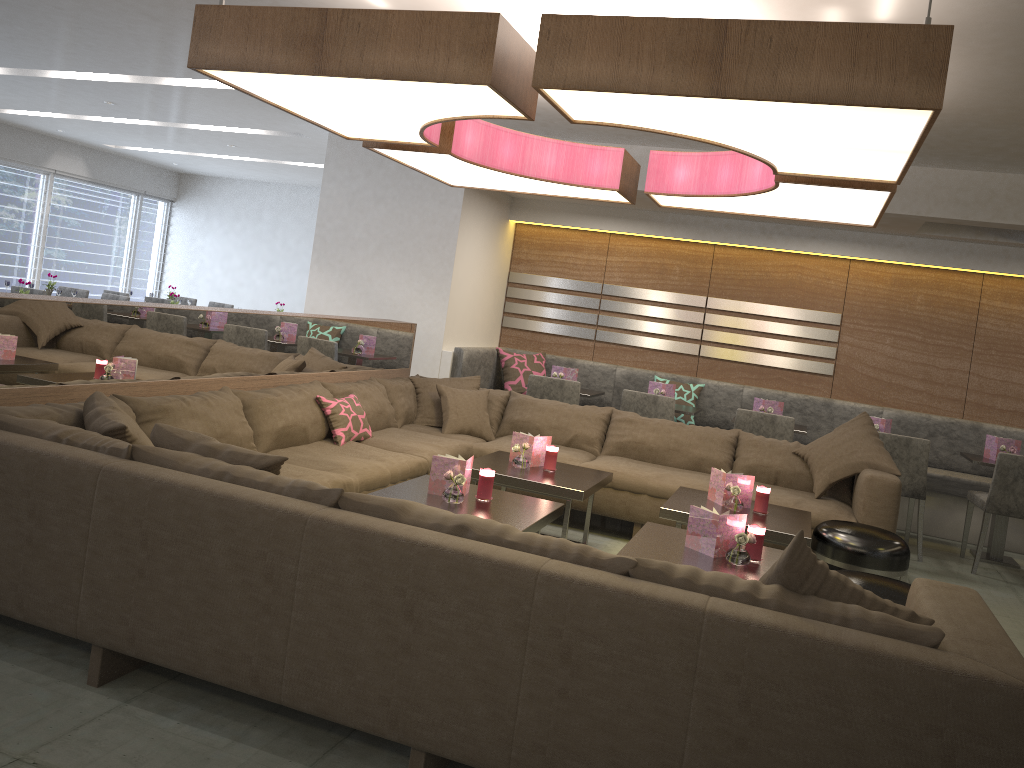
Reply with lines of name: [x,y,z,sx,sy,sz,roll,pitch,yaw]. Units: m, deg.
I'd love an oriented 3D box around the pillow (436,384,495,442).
pillow: [-0.289,0.186,5.548,0.379,0.322,0.236,6,3,-27]

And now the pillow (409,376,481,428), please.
pillow: [-0.417,0.125,5.711,0.525,0.394,0.293,7,2,-13]

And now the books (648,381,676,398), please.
books: [1.132,0.071,6.702,0.144,0.164,0.157,10,3,38]

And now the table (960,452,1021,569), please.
table: [3.248,0.848,5.869,0.507,0.654,0.505,9,2,18]

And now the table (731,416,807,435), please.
table: [1.811,0.602,6.360,0.507,0.654,0.505,9,2,18]

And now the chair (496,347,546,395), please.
chair: [0.111,-0.070,7.494,0.489,0.427,0.297,6,2,-28]

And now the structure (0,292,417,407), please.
structure: [-1.450,0.122,4.551,0.225,1.005,3.772,8,4,18]

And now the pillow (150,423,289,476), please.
pillow: [-0.896,0.319,2.778,0.495,0.339,0.312,9,3,13]

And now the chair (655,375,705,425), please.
chair: [1.334,0.156,7.243,0.428,0.395,0.219,9,2,19]

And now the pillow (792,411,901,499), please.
pillow: [1.869,0.400,4.936,0.624,0.512,0.297,10,2,32]

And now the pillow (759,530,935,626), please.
pillow: [0.736,0.544,2.195,0.532,0.404,0.279,8,2,7]

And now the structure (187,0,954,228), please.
structure: [0.424,-1.271,3.869,2.455,0.617,2.441,10,5,18]

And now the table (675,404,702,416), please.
table: [1.092,0.480,6.605,0.507,0.654,0.505,9,2,18]

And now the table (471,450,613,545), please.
table: [0.104,0.642,4.551,0.660,0.411,0.657,9,4,18]

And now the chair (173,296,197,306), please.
chair: [-4.289,-0.721,11.062,0.478,0.761,0.492,8,2,13]

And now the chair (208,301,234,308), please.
chair: [-3.781,-0.633,10.879,0.479,0.761,0.491,9,2,23]

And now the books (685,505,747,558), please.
books: [0.771,0.556,3.344,0.157,0.164,0.144,6,3,-37]

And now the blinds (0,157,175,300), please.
blinds: [-5.753,-1.701,11.454,0.045,2.038,3.649,8,4,18]

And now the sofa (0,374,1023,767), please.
sofa: [0.134,0.563,3.992,3.190,0.674,3.765,10,5,18]

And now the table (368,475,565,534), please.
table: [-0.214,0.680,3.602,0.660,0.411,0.657,9,4,18]

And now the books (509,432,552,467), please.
books: [0.098,0.345,4.680,0.144,0.164,0.157,10,3,38]

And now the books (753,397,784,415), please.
books: [1.866,0.196,6.451,0.157,0.164,0.144,7,3,-17]

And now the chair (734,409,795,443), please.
chair: [1.703,0.561,6.053,0.479,0.761,0.491,9,2,21]

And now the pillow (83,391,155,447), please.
pillow: [-1.318,0.239,3.037,0.296,0.356,0.506,6,4,-40]

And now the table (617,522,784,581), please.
table: [0.740,0.842,3.277,0.660,0.411,0.657,9,4,18]

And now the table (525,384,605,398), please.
table: [0.374,0.357,6.850,0.507,0.654,0.505,9,2,18]

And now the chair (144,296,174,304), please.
chair: [-3.999,-0.610,10.260,0.478,0.761,0.492,8,2,13]

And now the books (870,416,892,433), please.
books: [2.565,0.315,6.213,0.144,0.164,0.157,10,3,38]

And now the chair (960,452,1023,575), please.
chair: [3.149,0.810,5.533,0.478,0.761,0.491,9,2,18]

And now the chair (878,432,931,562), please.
chair: [2.443,0.688,5.793,0.478,0.761,0.492,8,2,14]

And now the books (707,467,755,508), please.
books: [1.075,0.512,4.344,0.157,0.164,0.144,7,3,-17]

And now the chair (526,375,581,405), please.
chair: [0.296,0.321,6.526,0.478,0.761,0.492,8,2,10]

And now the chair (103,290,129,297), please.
chair: [-4.512,-0.692,10.374,0.479,0.761,0.491,9,2,23]

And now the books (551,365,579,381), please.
books: [0.409,-0.052,6.948,0.144,0.164,0.157,10,3,38]

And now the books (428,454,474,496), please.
books: [-0.218,0.387,3.682,0.257,0.164,0.144,7,3,-18]

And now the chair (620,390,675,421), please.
chair: [0.988,0.438,6.304,0.479,0.761,0.491,9,2,25]

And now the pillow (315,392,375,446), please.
pillow: [-0.883,0.184,4.710,0.181,0.252,0.464,9,4,14]

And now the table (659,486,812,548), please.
table: [1.058,0.805,4.226,0.660,0.411,0.657,9,4,18]

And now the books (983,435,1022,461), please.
books: [3.305,0.442,5.960,0.157,0.164,0.143,8,2,-2]
